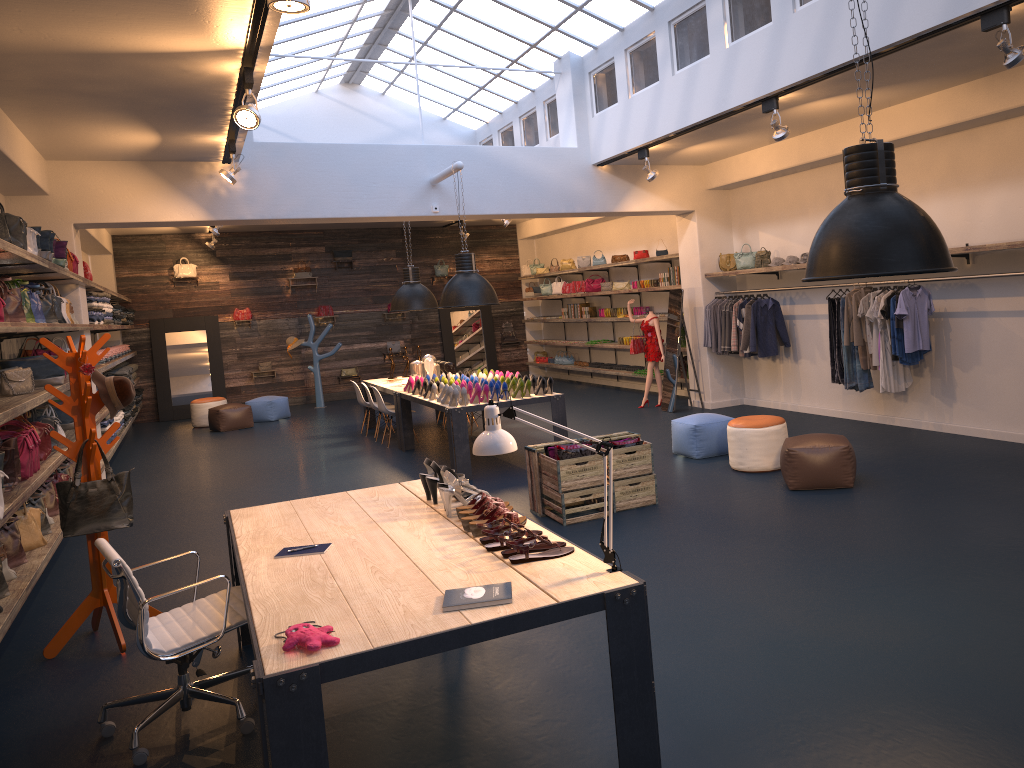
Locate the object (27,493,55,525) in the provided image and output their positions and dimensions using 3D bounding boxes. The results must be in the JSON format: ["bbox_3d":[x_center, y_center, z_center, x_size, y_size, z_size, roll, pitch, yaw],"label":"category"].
[{"bbox_3d":[-3.457,0.857,6.111,0.170,0.366,0.402,-3,4,21],"label":"object"}]

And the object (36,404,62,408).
[{"bbox_3d":[-4.253,0.310,8.112,0.163,0.231,0.453,-2,5,41],"label":"object"}]

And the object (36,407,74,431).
[{"bbox_3d":[-4.139,0.313,7.987,0.454,0.231,0.163,-8,5,-41],"label":"object"}]

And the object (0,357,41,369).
[{"bbox_3d":[-3.803,-0.091,6.861,0.163,0.231,0.453,-2,5,41],"label":"object"}]

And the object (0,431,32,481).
[{"bbox_3d":[-3.093,0.453,5.309,0.273,0.300,0.327,-4,4,6],"label":"object"}]

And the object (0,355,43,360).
[{"bbox_3d":[-4.234,-0.107,7.399,0.454,0.235,0.163,-8,5,-40],"label":"object"}]

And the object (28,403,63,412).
[{"bbox_3d":[-4.356,0.307,8.254,0.163,0.235,0.454,-1,5,43],"label":"object"}]

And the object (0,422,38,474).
[{"bbox_3d":[-3.181,0.422,5.519,0.243,0.341,0.275,-4,3,9],"label":"object"}]

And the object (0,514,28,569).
[{"bbox_3d":[-3.014,0.931,5.111,0.208,0.338,0.391,-4,4,17],"label":"object"}]

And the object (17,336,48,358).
[{"bbox_3d":[-4.377,-0.243,7.971,0.125,0.409,0.319,-3,4,38],"label":"object"}]

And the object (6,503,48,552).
[{"bbox_3d":[-3.157,0.877,5.500,0.185,0.385,0.442,-4,4,17],"label":"object"}]

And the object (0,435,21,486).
[{"bbox_3d":[-3.090,0.441,5.112,0.367,0.355,0.151,-6,3,-25],"label":"object"}]

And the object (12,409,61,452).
[{"bbox_3d":[-3.637,0.336,6.509,0.454,0.385,0.180,-6,3,-24],"label":"object"}]

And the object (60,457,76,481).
[{"bbox_3d":[-3.995,0.757,7.756,0.208,0.338,0.391,-4,4,17],"label":"object"}]

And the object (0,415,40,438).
[{"bbox_3d":[-3.350,0.397,5.824,0.204,0.361,0.264,-3,4,29],"label":"object"}]

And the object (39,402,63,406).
[{"bbox_3d":[-4.433,0.297,8.414,0.454,0.235,0.163,-8,5,-43],"label":"object"}]

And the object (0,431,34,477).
[{"bbox_3d":[-3.155,0.455,5.388,0.232,0.297,0.273,-2,4,33],"label":"object"}]

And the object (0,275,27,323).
[{"bbox_3d":[-3.415,-0.556,5.774,0.201,0.338,0.405,-2,4,33],"label":"object"}]

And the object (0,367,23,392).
[{"bbox_3d":[-3.546,-0.026,6.162,0.106,0.175,0.265,-5,4,-1],"label":"object"}]

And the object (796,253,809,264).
[{"bbox_3d":[3.659,-1.566,10.810,0.249,0.136,0.168,-5,4,-4],"label":"object"}]

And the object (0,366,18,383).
[{"bbox_3d":[-3.709,-0.036,6.387,0.105,0.175,0.267,-4,4,1],"label":"object"}]

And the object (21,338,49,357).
[{"bbox_3d":[-4.286,-0.227,7.866,0.230,0.384,0.251,-4,3,0],"label":"object"}]

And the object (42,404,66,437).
[{"bbox_3d":[-3.886,0.326,7.258,0.315,0.308,0.167,-2,4,34],"label":"object"}]

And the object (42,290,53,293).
[{"bbox_3d":[-4.393,-0.725,8.231,0.170,0.366,0.402,-3,4,21],"label":"object"}]

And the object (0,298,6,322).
[{"bbox_3d":[-3.290,-0.472,5.342,0.219,0.243,0.247,-4,4,3],"label":"object"}]

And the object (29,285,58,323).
[{"bbox_3d":[-3.909,-0.649,7.180,0.207,0.338,0.395,-3,4,20],"label":"object"}]

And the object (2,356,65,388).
[{"bbox_3d":[-3.695,-0.088,6.746,0.454,0.231,0.163,-8,5,-41],"label":"object"}]

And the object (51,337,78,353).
[{"bbox_3d":[-4.529,-0.283,8.685,0.182,0.385,0.450,-3,4,23],"label":"object"}]

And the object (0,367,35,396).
[{"bbox_3d":[-3.382,-0.017,5.931,0.102,0.175,0.274,-4,4,10],"label":"object"}]

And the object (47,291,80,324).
[{"bbox_3d":[-4.567,-0.756,8.700,0.170,0.366,0.402,-3,4,21],"label":"object"}]

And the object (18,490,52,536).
[{"bbox_3d":[-3.267,0.881,5.854,0.207,0.338,0.395,-3,4,20],"label":"object"}]

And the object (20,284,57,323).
[{"bbox_3d":[-3.832,-0.634,6.958,0.200,0.338,0.406,-2,4,35],"label":"object"}]

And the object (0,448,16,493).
[{"bbox_3d":[-3.043,0.461,4.936,0.397,0.338,0.205,-6,3,-18],"label":"object"}]

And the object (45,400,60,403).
[{"bbox_3d":[-4.621,0.284,8.704,0.454,0.235,0.163,-8,5,-41],"label":"object"}]

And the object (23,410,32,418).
[{"bbox_3d":[-3.949,0.348,7.072,0.315,0.308,0.167,-2,4,34],"label":"object"}]

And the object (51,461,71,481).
[{"bbox_3d":[-3.732,0.799,7.107,0.207,0.338,0.395,-3,4,20],"label":"object"}]

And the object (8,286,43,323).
[{"bbox_3d":[-3.697,-0.586,6.503,0.185,0.304,0.382,-4,4,10],"label":"object"}]

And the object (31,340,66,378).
[{"bbox_3d":[-4.166,-0.217,7.795,0.218,0.361,0.248,-4,3,3],"label":"object"}]

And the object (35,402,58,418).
[{"bbox_3d":[-4.115,0.298,7.657,0.102,0.328,0.250,-3,3,25],"label":"object"}]

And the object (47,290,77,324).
[{"bbox_3d":[-4.484,-0.741,8.477,0.170,0.366,0.402,-3,4,21],"label":"object"}]

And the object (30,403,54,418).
[{"bbox_3d":[-4.058,0.307,7.514,0.102,0.328,0.250,-3,3,25],"label":"object"}]

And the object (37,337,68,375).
[{"bbox_3d":[-4.495,-0.257,8.378,0.187,0.385,0.439,-4,4,14],"label":"object"}]

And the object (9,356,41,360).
[{"bbox_3d":[-4.149,-0.097,7.227,0.163,0.235,0.454,-1,5,44],"label":"object"}]

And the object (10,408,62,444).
[{"bbox_3d":[-3.730,0.325,6.697,0.459,0.385,0.178,-7,4,-31],"label":"object"}]

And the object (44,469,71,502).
[{"bbox_3d":[-3.644,0.791,6.813,0.185,0.385,0.442,-4,4,17],"label":"object"}]

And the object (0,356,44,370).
[{"bbox_3d":[-3.921,-0.092,6.988,0.163,0.235,0.454,-1,5,44],"label":"object"}]

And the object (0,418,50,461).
[{"bbox_3d":[-3.480,0.373,6.068,0.460,0.385,0.178,-7,4,-32],"label":"object"}]

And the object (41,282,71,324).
[{"bbox_3d":[-4.124,-0.710,7.701,0.185,0.385,0.443,-4,4,17],"label":"object"}]

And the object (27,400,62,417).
[{"bbox_3d":[-4.549,0.294,8.539,0.163,0.235,0.454,-1,5,43],"label":"object"}]

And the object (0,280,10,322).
[{"bbox_3d":[-3.359,-0.526,5.589,0.204,0.304,0.344,-6,4,-34],"label":"object"}]

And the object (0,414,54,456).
[{"bbox_3d":[-3.554,0.353,6.259,0.456,0.385,0.179,-6,3,-26],"label":"object"}]

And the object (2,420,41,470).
[{"bbox_3d":[-3.217,0.416,5.618,0.243,0.341,0.275,-4,3,9],"label":"object"}]

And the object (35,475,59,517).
[{"bbox_3d":[-3.520,0.841,6.476,0.208,0.338,0.391,-4,4,17],"label":"object"}]

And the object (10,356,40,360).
[{"bbox_3d":[-4.080,-0.088,7.071,0.454,0.235,0.163,-8,5,-42],"label":"object"}]

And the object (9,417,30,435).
[{"bbox_3d":[-3.313,0.404,5.724,0.204,0.361,0.264,-3,4,29],"label":"object"}]
